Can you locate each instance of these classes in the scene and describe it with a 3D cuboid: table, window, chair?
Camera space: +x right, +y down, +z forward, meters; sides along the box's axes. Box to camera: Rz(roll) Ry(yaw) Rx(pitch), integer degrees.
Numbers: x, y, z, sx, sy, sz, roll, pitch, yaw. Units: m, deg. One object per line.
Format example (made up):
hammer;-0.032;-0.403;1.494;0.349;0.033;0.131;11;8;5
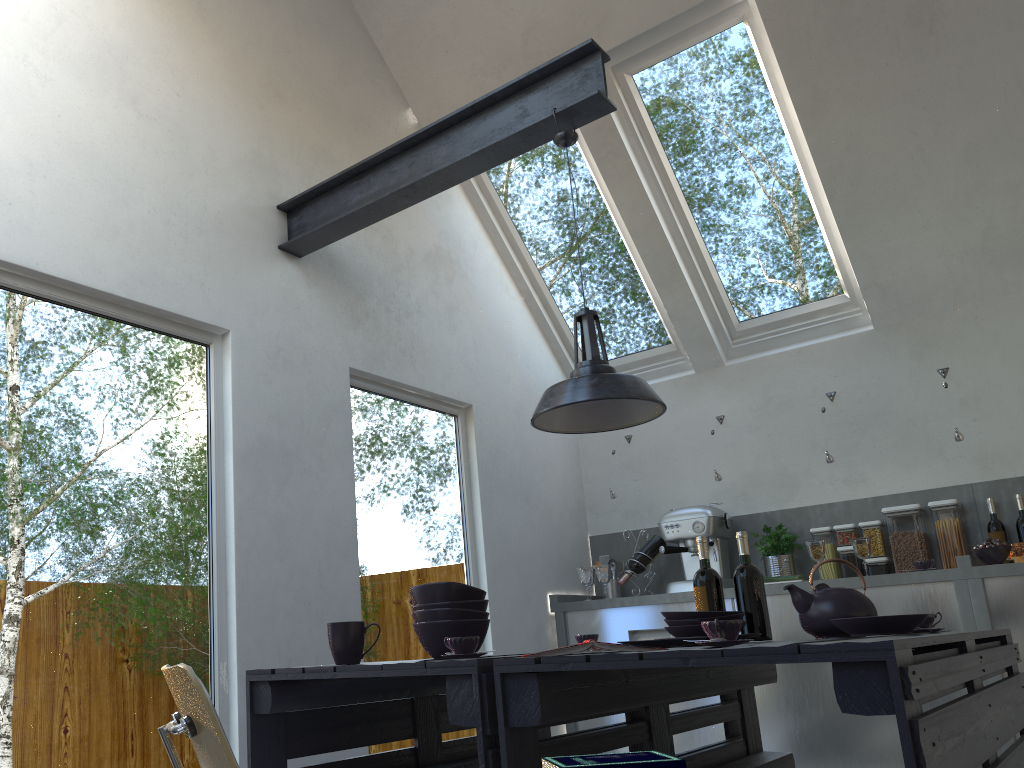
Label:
table;0.393;1.114;2.350;1.711;0.783;1.435;-15;-19;34
window;-1.389;0.727;2.995;0.063;2.091;0.937;-13;-16;33
window;-0.465;1.059;4.256;0.063;2.091;0.937;-13;-16;33
chair;-0.437;1.061;2.065;0.741;0.805;0.736;2;-16;-23
window;1.195;-1.009;4.584;0.888;1.365;1.408;-14;-18;34
window;0.373;-0.772;5.201;0.888;1.372;1.415;-14;-18;34

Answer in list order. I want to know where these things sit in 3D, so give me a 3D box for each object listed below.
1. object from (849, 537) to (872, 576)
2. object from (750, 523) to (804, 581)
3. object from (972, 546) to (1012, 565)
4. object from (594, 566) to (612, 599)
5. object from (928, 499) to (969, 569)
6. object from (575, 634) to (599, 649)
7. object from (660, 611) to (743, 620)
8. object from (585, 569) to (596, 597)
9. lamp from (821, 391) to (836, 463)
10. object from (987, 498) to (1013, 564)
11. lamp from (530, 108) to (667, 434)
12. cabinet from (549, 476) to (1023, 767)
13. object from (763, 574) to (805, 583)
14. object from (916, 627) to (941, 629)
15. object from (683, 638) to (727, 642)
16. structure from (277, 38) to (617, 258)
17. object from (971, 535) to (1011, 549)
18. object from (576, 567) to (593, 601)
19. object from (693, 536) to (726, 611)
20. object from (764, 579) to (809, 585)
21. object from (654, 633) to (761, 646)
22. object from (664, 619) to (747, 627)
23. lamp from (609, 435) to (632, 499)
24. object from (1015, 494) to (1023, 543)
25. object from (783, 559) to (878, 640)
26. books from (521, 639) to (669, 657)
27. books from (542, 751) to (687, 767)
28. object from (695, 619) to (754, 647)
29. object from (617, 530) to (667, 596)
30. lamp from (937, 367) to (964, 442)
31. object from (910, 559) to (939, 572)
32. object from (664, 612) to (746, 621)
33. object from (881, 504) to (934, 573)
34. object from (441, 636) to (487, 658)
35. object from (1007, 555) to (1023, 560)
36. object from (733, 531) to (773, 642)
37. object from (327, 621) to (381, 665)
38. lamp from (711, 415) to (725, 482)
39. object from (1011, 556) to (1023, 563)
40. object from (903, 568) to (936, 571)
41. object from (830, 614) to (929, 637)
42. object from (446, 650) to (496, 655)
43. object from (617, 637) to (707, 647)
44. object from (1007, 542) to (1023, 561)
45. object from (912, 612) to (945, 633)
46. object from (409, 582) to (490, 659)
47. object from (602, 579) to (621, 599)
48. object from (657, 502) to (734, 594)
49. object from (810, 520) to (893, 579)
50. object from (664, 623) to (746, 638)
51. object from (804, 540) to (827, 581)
object;1.692;0.839;4.204;0.104;0.188;0.095;-10;-15;23
object;1.403;0.908;4.633;0.243;0.336;0.260;-1;-15;-11
object;2.075;0.746;3.770;0.145;0.078;0.151;-2;-16;-6
object;0.529;1.137;4.987;0.093;0.188;0.105;4;-16;-31
object;2.116;0.742;4.216;0.136;0.348;0.122;-14;-16;34
object;0.262;0.898;3.048;0.122;0.055;0.112;-10;-17;22
object;0.556;0.687;2.556;0.244;0.057;0.218;-15;-20;34
object;0.454;1.180;5.117;0.100;0.188;0.098;-6;-14;6
lamp;1.651;0.219;4.556;0.064;0.429;0.316;-13;-17;33
object;2.276;0.704;4.103;0.077;0.339;0.070;-12;-15;28
lamp;0.225;-0.415;2.921;0.461;1.078;0.409;-14;-16;35
cabinet;1.594;1.286;4.286;3.046;1.453;0.540;-15;-17;35
object;1.314;0.978;4.380;0.134;0.052;0.296;9;-21;-37
object;1.125;0.662;2.360;0.125;0.013;0.030;12;-22;-41
object;0.398;0.539;1.826;0.026;0.013;0.141;5;-19;-28
structure;-0.743;-0.753;3.733;2.696;0.205;0.129;-15;-18;35
object;2.071;0.698;3.781;0.167;0.093;0.137;-10;-17;21
object;0.424;1.141;4.983;0.104;0.188;0.094;-12;-16;29
object;0.639;0.668;2.846;0.088;0.339;0.095;-1;-14;-16
object;1.334;0.996;4.364;0.279;0.012;0.173;-14;-20;32
object;0.567;0.744;2.540;0.284;0.024;0.313;4;-18;-22
object;0.564;0.709;2.545;0.245;0.062;0.217;-17;-21;39
lamp;0.656;0.494;5.293;0.064;0.429;0.316;-13;-17;33
object;2.371;0.678;4.033;0.077;0.339;0.068;-15;-16;38
object;0.935;0.624;2.542;0.227;0.228;0.207;-15;-18;36
books;0.173;0.582;1.938;0.309;0.030;0.224;-4;-17;5
books;0.164;0.635;1.452;0.202;0.025;0.148;-1;-17;-7
object;0.438;0.517;1.819;0.124;0.055;0.110;-18;-22;41
object;0.710;1.032;5.023;0.318;0.387;0.248;3;-15;-24
lamp;2.121;0.090;4.213;0.062;0.428;0.327;-10;-15;22
object;1.858;0.825;3.948;0.110;0.055;0.124;9;-20;-37
object;0.563;0.698;2.552;0.245;0.062;0.217;-17;-21;39
object;1.963;0.783;4.326;0.187;0.348;0.122;-14;-16;34
object;-0.120;0.656;2.179;0.122;0.055;0.112;-10;-17;22
object;2.264;0.726;3.798;0.191;0.058;0.210;8;-20;-32
object;0.752;0.640;2.773;0.088;0.339;0.096;0;-14;-21
object;-0.423;0.683;2.306;0.137;0.107;0.097;-12;-16;27
lamp;1.170;0.353;4.917;0.062;0.428;0.327;-10;-15;22
object;2.376;0.717;3.639;0.502;0.027;0.293;-15;-21;35
object;1.828;0.835;3.920;0.136;0.013;0.027;-7;-16;13
object;0.952;0.627;2.266;0.224;0.046;0.239;1;-17;-13
object;-0.104;0.682;2.212;0.128;0.013;0.029;1;-17;-14
object;0.402;0.694;2.343;0.251;0.019;0.222;-17;-22;38
object;2.223;0.729;3.818;0.116;0.075;0.123;-1;-16;-11
object;1.120;0.658;2.405;0.123;0.055;0.111;-12;-18;27
object;-0.176;0.685;2.521;0.207;0.210;0.203;-15;-18;35
object;0.598;1.241;5.247;0.104;0.130;0.111;-1;-15;-13
object;1.019;0.901;4.810;0.382;0.492;0.408;-14;-17;34
object;1.735;0.868;4.471;0.364;0.289;0.101;-15;-17;35
object;0.564;0.724;2.543;0.224;0.046;0.239;1;-17;-13
object;1.471;0.850;4.203;0.098;0.188;0.101;-3;-14;-6
